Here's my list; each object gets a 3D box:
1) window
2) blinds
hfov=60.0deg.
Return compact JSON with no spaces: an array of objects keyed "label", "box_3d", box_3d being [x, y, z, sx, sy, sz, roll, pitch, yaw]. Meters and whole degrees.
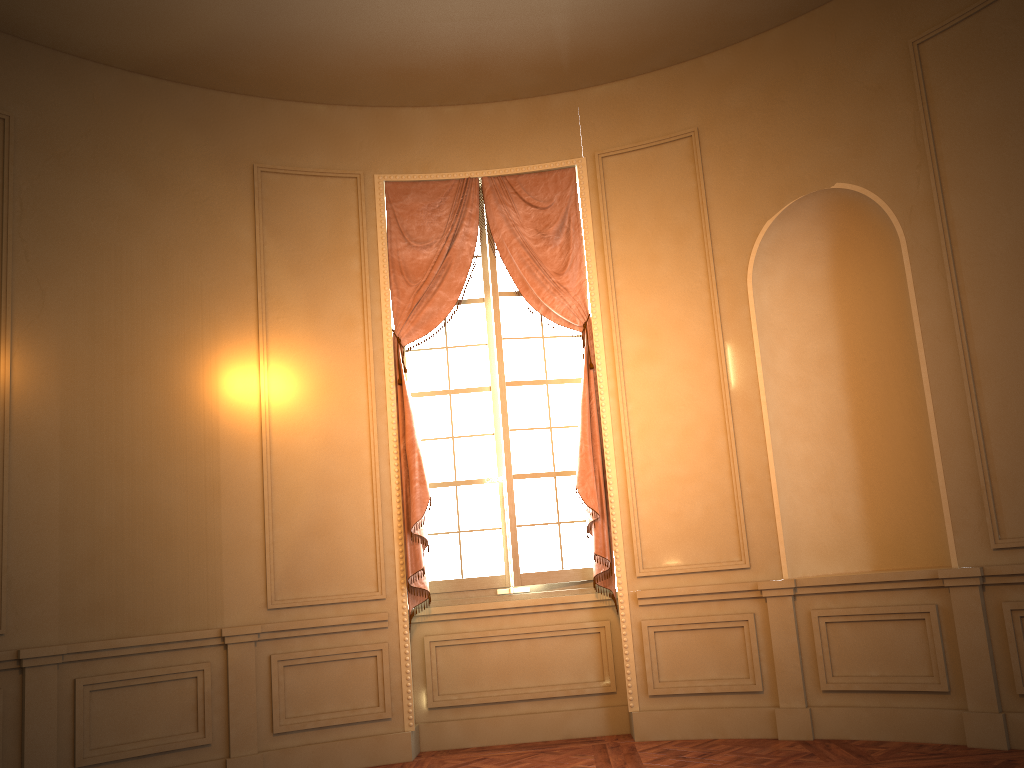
[{"label":"window","box_3d":[-0.096,0.008,5.940,1.309,2.816,0.154,-5,-9,0]},{"label":"blinds","box_3d":[-0.093,0.025,5.704,1.333,2.956,0.288,-4,-10,-1]}]
